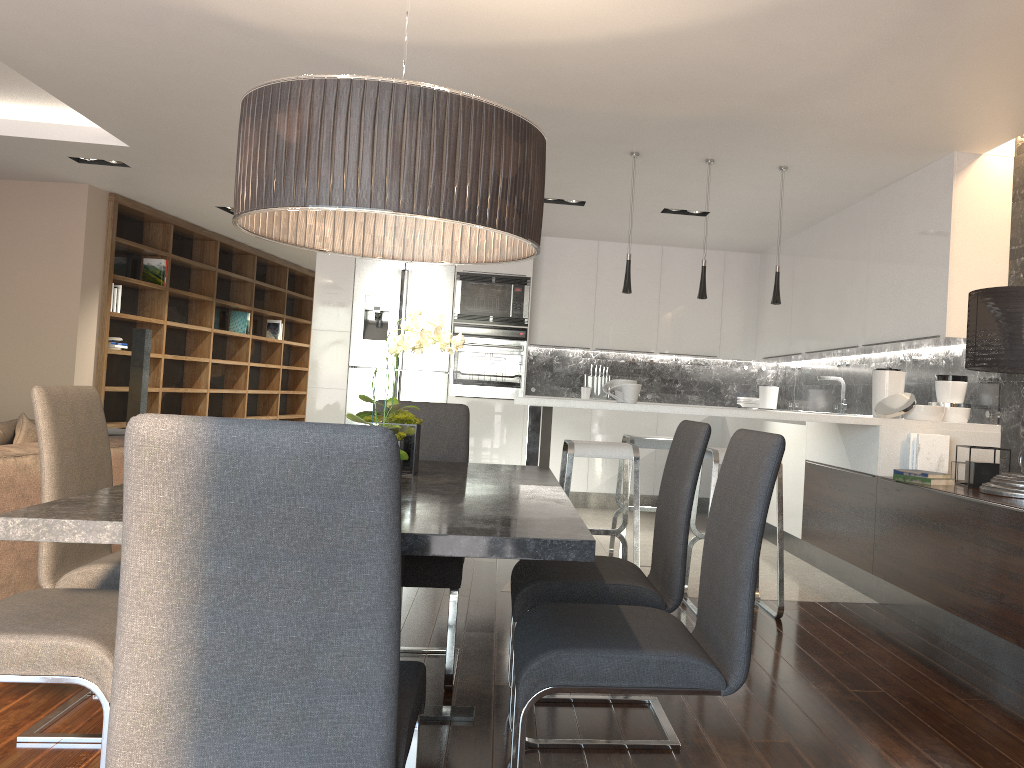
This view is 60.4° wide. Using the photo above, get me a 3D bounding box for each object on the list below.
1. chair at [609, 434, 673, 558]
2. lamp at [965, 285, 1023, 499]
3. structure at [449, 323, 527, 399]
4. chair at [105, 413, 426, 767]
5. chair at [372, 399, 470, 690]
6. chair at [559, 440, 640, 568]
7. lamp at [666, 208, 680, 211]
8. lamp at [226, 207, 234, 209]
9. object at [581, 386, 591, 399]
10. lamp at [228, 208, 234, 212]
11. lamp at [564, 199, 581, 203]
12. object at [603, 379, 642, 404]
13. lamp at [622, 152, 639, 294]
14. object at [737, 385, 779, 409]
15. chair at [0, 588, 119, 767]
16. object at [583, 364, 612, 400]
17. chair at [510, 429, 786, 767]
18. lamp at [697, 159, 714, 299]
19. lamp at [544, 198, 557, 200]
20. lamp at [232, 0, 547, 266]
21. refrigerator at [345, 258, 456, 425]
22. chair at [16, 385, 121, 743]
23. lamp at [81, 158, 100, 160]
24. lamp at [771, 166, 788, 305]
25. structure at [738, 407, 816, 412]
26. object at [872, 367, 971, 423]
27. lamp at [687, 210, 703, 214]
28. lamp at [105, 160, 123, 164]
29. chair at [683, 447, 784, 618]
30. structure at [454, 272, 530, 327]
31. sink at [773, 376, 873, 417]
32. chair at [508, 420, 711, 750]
[{"bbox_3d":[0.847,0.724,5.410,0.425,0.800,0.426,4,-1,-4],"label":"chair"},{"bbox_3d":[2.406,0.049,4.064,0.609,0.934,0.576,4,-1,-14],"label":"lamp"},{"bbox_3d":[-0.215,-0.198,8.190,0.672,0.651,0.643,4,-1,-4],"label":"structure"},{"bbox_3d":[-0.380,0.533,1.492,0.432,0.965,0.566,4,-1,-3],"label":"chair"},{"bbox_3d":[-0.379,0.549,3.182,0.432,0.965,0.566,4,-1,-3],"label":"chair"},{"bbox_3d":[0.413,0.689,4.345,0.425,0.800,0.426,4,-1,-4],"label":"chair"},{"bbox_3d":[1.263,-1.388,6.848,0.185,0.077,0.169,4,-1,-28],"label":"lamp"},{"bbox_3d":[-2.517,-1.604,7.844,0.167,0.077,0.186,3,-1,41],"label":"lamp"},{"bbox_3d":[0.699,0.082,8.334,0.097,0.117,0.087,5,-2,-45],"label":"object"},{"bbox_3d":[-2.492,-1.601,8.023,0.167,0.077,0.186,3,-1,42],"label":"lamp"},{"bbox_3d":[0.474,-1.435,6.755,0.184,0.077,0.170,4,-1,-21],"label":"lamp"},{"bbox_3d":[0.626,0.039,4.981,0.189,0.133,0.434,3,-1,-1],"label":"object"},{"bbox_3d":[0.714,-0.965,5.286,0.058,0.846,0.057,4,-1,-4],"label":"lamp"},{"bbox_3d":[2.355,0.123,8.458,0.352,0.234,0.555,3,-1,7],"label":"object"},{"bbox_3d":[-1.067,0.496,1.923,0.578,0.965,0.423,4,-1,-5],"label":"chair"},{"bbox_3d":[0.821,-0.019,8.433,0.292,0.336,0.060,4,-1,-3],"label":"object"},{"bbox_3d":[0.299,0.579,2.087,0.578,0.965,0.423,4,-1,-5],"label":"chair"},{"bbox_3d":[1.178,-0.937,5.341,0.058,0.846,0.057,4,-1,-4],"label":"lamp"},{"bbox_3d":[0.293,-1.446,6.733,0.179,0.077,0.175,3,-1,-4],"label":"lamp"},{"bbox_3d":[-0.290,-0.935,2.397,0.779,1.103,0.829,3,-1,20],"label":"lamp"},{"bbox_3d":[-1.011,-0.135,8.112,0.883,2.344,0.577,4,-1,-5],"label":"refrigerator"},{"bbox_3d":[-1.076,0.502,2.618,0.578,0.965,0.423,4,-1,-5],"label":"chair"},{"bbox_3d":[-3.057,-1.649,6.333,0.177,0.077,0.177,3,-1,2],"label":"lamp"},{"bbox_3d":[1.641,-0.909,5.397,0.058,0.846,0.057,4,-1,-4],"label":"lamp"},{"bbox_3d":[2.318,0.225,7.663,0.572,0.011,0.617,3,-1,-4],"label":"structure"},{"bbox_3d":[2.368,0.060,5.055,0.568,0.298,0.420,3,-1,7],"label":"object"},{"bbox_3d":[1.444,-1.377,6.870,0.186,0.077,0.168,4,-1,-33],"label":"lamp"},{"bbox_3d":[-2.876,-1.638,6.355,0.186,0.077,0.167,4,-1,-39],"label":"lamp"},{"bbox_3d":[1.121,0.732,4.430,0.425,0.800,0.426,4,-1,-4],"label":"chair"},{"bbox_3d":[-0.181,-0.762,8.251,0.667,0.450,0.606,4,-1,-4],"label":"structure"},{"bbox_3d":[2.336,0.198,6.457,0.513,0.521,1.143,4,-1,-2],"label":"sink"},{"bbox_3d":[0.290,0.585,2.782,0.578,0.965,0.423,4,-1,-5],"label":"chair"}]
